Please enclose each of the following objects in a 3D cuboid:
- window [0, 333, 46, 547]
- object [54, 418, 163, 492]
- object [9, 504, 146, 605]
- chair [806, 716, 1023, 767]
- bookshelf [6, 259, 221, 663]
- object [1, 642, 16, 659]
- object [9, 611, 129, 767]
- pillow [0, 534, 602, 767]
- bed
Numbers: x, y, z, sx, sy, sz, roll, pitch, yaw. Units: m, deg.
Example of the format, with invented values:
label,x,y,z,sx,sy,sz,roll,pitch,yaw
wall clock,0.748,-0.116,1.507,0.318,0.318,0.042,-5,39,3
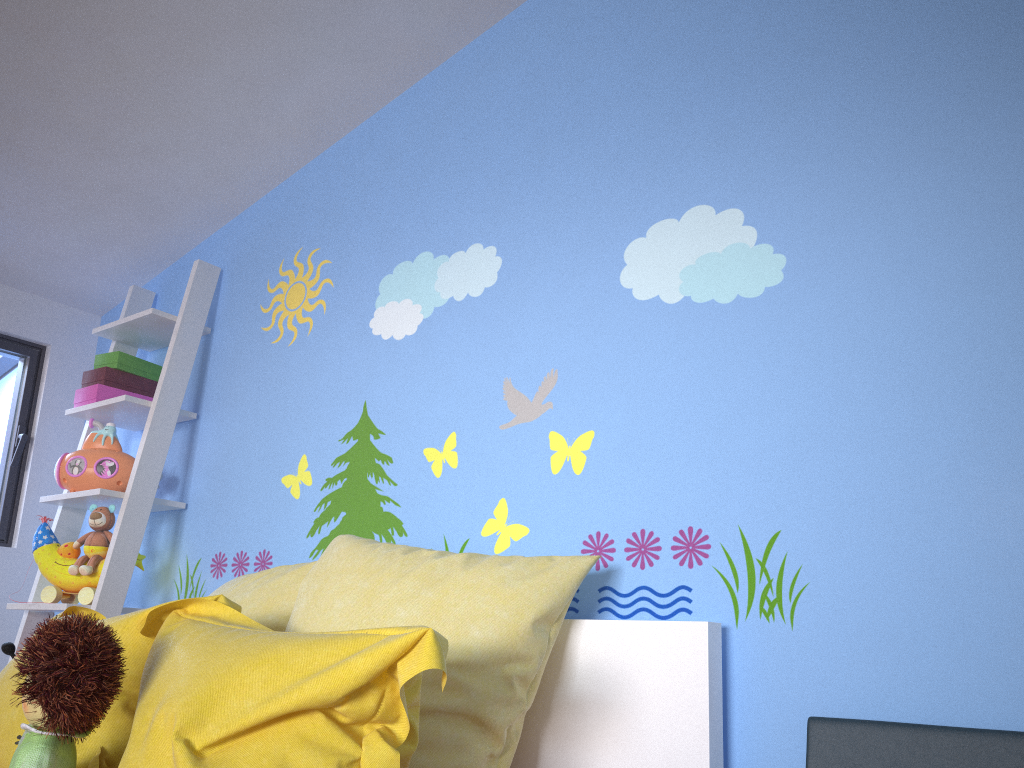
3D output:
label,x,y,z,sx,sy,sz,roll,pitch,yaw
window,-1.807,0.130,2.808,0.209,0.737,0.591,-8,-18,36
object,-1.161,0.216,2.567,0.295,0.231,0.159,0,-15,8
object,-1.199,0.468,2.440,0.372,0.278,0.156,0,-15,10
chair,0.494,0.749,1.001,0.514,0.665,0.421,-8,-18,33
bookshelf,-1.197,0.512,2.481,0.392,1.827,0.384,-8,-18,37
object,-1.231,0.793,2.385,0.254,0.181,0.325,-13,-22,42
object,-0.696,0.497,1.268,0.251,0.337,0.289,7,-16,-17
pillow,-0.504,0.518,1.636,1.351,0.525,0.685,-11,-20,38
bed,-0.977,0.603,0.953,1.934,0.800,2.340,-10,-20,36
